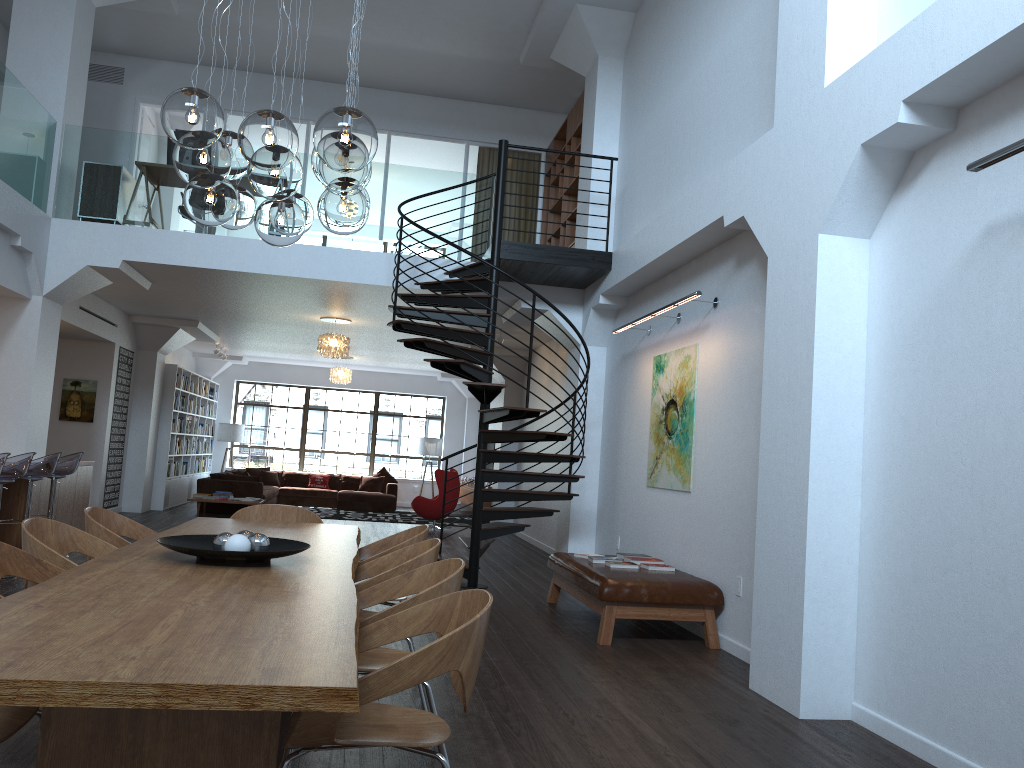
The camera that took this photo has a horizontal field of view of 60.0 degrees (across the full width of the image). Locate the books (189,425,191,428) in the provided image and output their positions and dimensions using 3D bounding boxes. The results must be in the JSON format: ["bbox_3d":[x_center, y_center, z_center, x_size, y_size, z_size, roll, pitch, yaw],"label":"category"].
[{"bbox_3d":[-6.075,0.782,16.481,0.168,0.045,0.231,5,-5,-14],"label":"books"}]

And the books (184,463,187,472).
[{"bbox_3d":[-6.105,1.573,16.437,0.146,0.202,0.027,5,-5,-9],"label":"books"}]

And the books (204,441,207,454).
[{"bbox_3d":[-6.393,1.303,18.269,0.183,0.253,0.042,5,-5,-9],"label":"books"}]

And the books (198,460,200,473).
[{"bbox_3d":[-6.298,1.632,17.591,0.183,0.253,0.034,5,-5,-10],"label":"books"}]

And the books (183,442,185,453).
[{"bbox_3d":[-5.994,1.116,15.931,0.198,0.284,0.066,5,-5,-10],"label":"books"}]

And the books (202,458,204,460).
[{"bbox_3d":[-6.421,1.657,18.174,0.198,0.284,0.066,5,-5,-9],"label":"books"}]

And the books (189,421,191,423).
[{"bbox_3d":[-6.069,0.704,16.490,0.161,0.033,0.223,5,-5,-9],"label":"books"}]

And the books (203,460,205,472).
[{"bbox_3d":[-6.420,1.681,18.235,0.189,0.247,0.057,5,-5,-9],"label":"books"}]

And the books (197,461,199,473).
[{"bbox_3d":[-6.302,1.635,17.551,0.174,0.240,0.045,5,-5,-10],"label":"books"}]

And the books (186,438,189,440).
[{"bbox_3d":[-6.053,1.141,16.308,0.176,0.290,0.036,5,-5,-10],"label":"books"}]

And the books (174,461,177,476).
[{"bbox_3d":[-5.947,1.473,15.467,0.180,0.259,0.042,5,-5,-9],"label":"books"}]

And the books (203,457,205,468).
[{"bbox_3d":[-6.410,1.661,18.290,0.140,0.298,0.044,5,-5,-9],"label":"books"}]

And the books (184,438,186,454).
[{"bbox_3d":[-6.004,1.121,16.041,0.176,0.290,0.053,5,-5,-10],"label":"books"}]

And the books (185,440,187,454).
[{"bbox_3d":[-6.014,1.146,16.115,0.183,0.253,0.034,5,-5,-10],"label":"books"}]

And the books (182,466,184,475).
[{"bbox_3d":[-6.049,1.570,16.143,0.120,0.167,0.020,5,-5,-9],"label":"books"}]

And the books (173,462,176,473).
[{"bbox_3d":[-5.920,1.463,15.318,0.183,0.253,0.042,5,-5,-9],"label":"books"}]

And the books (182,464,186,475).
[{"bbox_3d":[-6.080,1.568,16.298,0.139,0.191,0.036,5,-5,-9],"label":"books"}]

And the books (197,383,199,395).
[{"bbox_3d":[-6.064,0.089,16.884,0.174,0.236,0.136,5,-5,-10],"label":"books"}]

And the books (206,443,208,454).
[{"bbox_3d":[-6.412,1.337,18.403,0.161,0.221,0.035,5,-5,-10],"label":"books"}]

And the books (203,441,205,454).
[{"bbox_3d":[-6.337,1.282,17.981,0.174,0.251,0.051,5,-5,-9],"label":"books"}]

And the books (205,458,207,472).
[{"bbox_3d":[-6.468,1.679,18.502,0.176,0.290,0.053,5,-5,-9],"label":"books"}]

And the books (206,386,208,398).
[{"bbox_3d":[-6.228,0.151,17.862,0.183,0.253,0.034,5,-5,-9],"label":"books"}]

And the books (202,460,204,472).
[{"bbox_3d":[-6.395,1.670,18.118,0.183,0.253,0.037,5,-5,-9],"label":"books"}]

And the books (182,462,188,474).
[{"bbox_3d":[-6.122,1.564,16.521,0.140,0.231,0.042,5,-5,-9],"label":"books"}]

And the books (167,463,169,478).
[{"bbox_3d":[-5.816,1.433,14.774,0.174,0.240,0.054,5,-5,-9],"label":"books"}]

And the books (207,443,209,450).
[{"bbox_3d":[-6.432,1.332,18.489,0.168,0.228,0.139,5,-5,-9],"label":"books"}]

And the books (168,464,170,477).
[{"bbox_3d":[-5.825,1.447,14.849,0.161,0.223,0.032,5,-5,-9],"label":"books"}]

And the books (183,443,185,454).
[{"bbox_3d":[-5.988,1.137,15.976,0.160,0.250,0.026,5,-5,-10],"label":"books"}]

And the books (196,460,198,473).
[{"bbox_3d":[-6.270,1.618,17.399,0.183,0.253,0.034,5,-5,-10],"label":"books"}]

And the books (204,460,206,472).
[{"bbox_3d":[-6.453,1.695,18.419,0.171,0.246,0.057,5,-5,-9],"label":"books"}]

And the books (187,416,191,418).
[{"bbox_3d":[-5.963,0.585,16.090,0.223,0.027,0.161,4,-5,0],"label":"books"}]

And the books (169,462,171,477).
[{"bbox_3d":[-5.858,1.440,14.965,0.180,0.251,0.048,5,-5,-9],"label":"books"}]

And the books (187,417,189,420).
[{"bbox_3d":[-5.978,0.623,16.108,0.174,0.045,0.240,5,-5,-10],"label":"books"}]

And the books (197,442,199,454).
[{"bbox_3d":[-6.219,1.236,17.328,0.182,0.253,0.098,5,-5,-9],"label":"books"}]

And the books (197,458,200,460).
[{"bbox_3d":[-6.311,1.616,17.626,0.176,0.290,0.036,5,-5,-10],"label":"books"}]

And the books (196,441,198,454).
[{"bbox_3d":[-6.208,1.233,17.242,0.174,0.243,0.085,5,-5,-9],"label":"books"}]

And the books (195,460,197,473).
[{"bbox_3d":[-6.247,1.612,17.294,0.160,0.250,0.026,5,-5,-10],"label":"books"}]

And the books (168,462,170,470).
[{"bbox_3d":[-5.845,1.433,14.884,0.183,0.253,0.042,5,-5,-9],"label":"books"}]

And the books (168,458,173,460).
[{"bbox_3d":[-5.806,1.244,14.819,0.223,0.027,0.161,4,-5,0],"label":"books"}]

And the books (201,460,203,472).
[{"bbox_3d":[-6.371,1.660,17.975,0.183,0.253,0.037,5,-5,-9],"label":"books"}]

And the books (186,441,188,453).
[{"bbox_3d":[-6.044,1.160,16.233,0.174,0.240,0.045,5,-5,-10],"label":"books"}]

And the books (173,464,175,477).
[{"bbox_3d":[-5.905,1.487,15.281,0.161,0.223,0.030,5,-5,-10],"label":"books"}]

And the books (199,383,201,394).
[{"bbox_3d":[-6.097,0.096,17.083,0.160,0.251,0.039,5,-5,-9],"label":"books"}]

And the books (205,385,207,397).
[{"bbox_3d":[-6.205,0.141,17.728,0.183,0.253,0.034,5,-5,-9],"label":"books"}]

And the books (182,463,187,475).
[{"bbox_3d":[-6.087,1.567,16.357,0.146,0.202,0.027,5,-5,-9],"label":"books"}]

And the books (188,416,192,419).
[{"bbox_3d":[-6.051,0.618,16.511,0.129,0.043,0.185,3,-5,5],"label":"books"}]

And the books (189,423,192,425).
[{"bbox_3d":[-6.064,0.740,16.482,0.183,0.042,0.253,5,-5,-9],"label":"books"}]

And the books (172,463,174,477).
[{"bbox_3d":[-5.902,1.467,15.206,0.176,0.231,0.053,5,-5,-9],"label":"books"}]

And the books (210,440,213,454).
[{"bbox_3d":[-6.505,1.337,18.966,0.176,0.290,0.053,5,-5,-9],"label":"books"}]

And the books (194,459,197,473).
[{"bbox_3d":[-6.252,1.591,17.248,0.198,0.284,0.066,5,-5,-10],"label":"books"}]

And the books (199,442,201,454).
[{"bbox_3d":[-6.269,1.258,17.576,0.174,0.242,0.105,5,-5,-9],"label":"books"}]

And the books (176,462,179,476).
[{"bbox_3d":[-5.956,1.482,15.553,0.183,0.253,0.042,5,-5,-9],"label":"books"}]

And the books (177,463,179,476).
[{"bbox_3d":[-5.973,1.498,15.641,0.174,0.236,0.142,5,-5,-10],"label":"books"}]

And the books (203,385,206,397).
[{"bbox_3d":[-6.187,0.136,17.614,0.171,0.246,0.057,5,-5,-9],"label":"books"}]

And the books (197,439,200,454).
[{"bbox_3d":[-6.252,1.223,17.429,0.197,0.290,0.136,5,-5,-9],"label":"books"}]

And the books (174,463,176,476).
[{"bbox_3d":[-5.929,1.474,15.390,0.171,0.246,0.039,5,-5,-9],"label":"books"}]

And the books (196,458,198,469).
[{"bbox_3d":[-6.263,1.596,17.358,0.176,0.290,0.053,5,-5,-10],"label":"books"}]

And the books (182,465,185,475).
[{"bbox_3d":[-6.069,1.574,16.242,0.126,0.173,0.032,5,-5,-9],"label":"books"}]

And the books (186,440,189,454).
[{"bbox_3d":[-6.039,1.157,16.274,0.183,0.253,0.034,5,-5,-10],"label":"books"}]

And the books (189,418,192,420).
[{"bbox_3d":[-6.061,0.651,16.510,0.144,0.024,0.208,4,-5,-4],"label":"books"}]
